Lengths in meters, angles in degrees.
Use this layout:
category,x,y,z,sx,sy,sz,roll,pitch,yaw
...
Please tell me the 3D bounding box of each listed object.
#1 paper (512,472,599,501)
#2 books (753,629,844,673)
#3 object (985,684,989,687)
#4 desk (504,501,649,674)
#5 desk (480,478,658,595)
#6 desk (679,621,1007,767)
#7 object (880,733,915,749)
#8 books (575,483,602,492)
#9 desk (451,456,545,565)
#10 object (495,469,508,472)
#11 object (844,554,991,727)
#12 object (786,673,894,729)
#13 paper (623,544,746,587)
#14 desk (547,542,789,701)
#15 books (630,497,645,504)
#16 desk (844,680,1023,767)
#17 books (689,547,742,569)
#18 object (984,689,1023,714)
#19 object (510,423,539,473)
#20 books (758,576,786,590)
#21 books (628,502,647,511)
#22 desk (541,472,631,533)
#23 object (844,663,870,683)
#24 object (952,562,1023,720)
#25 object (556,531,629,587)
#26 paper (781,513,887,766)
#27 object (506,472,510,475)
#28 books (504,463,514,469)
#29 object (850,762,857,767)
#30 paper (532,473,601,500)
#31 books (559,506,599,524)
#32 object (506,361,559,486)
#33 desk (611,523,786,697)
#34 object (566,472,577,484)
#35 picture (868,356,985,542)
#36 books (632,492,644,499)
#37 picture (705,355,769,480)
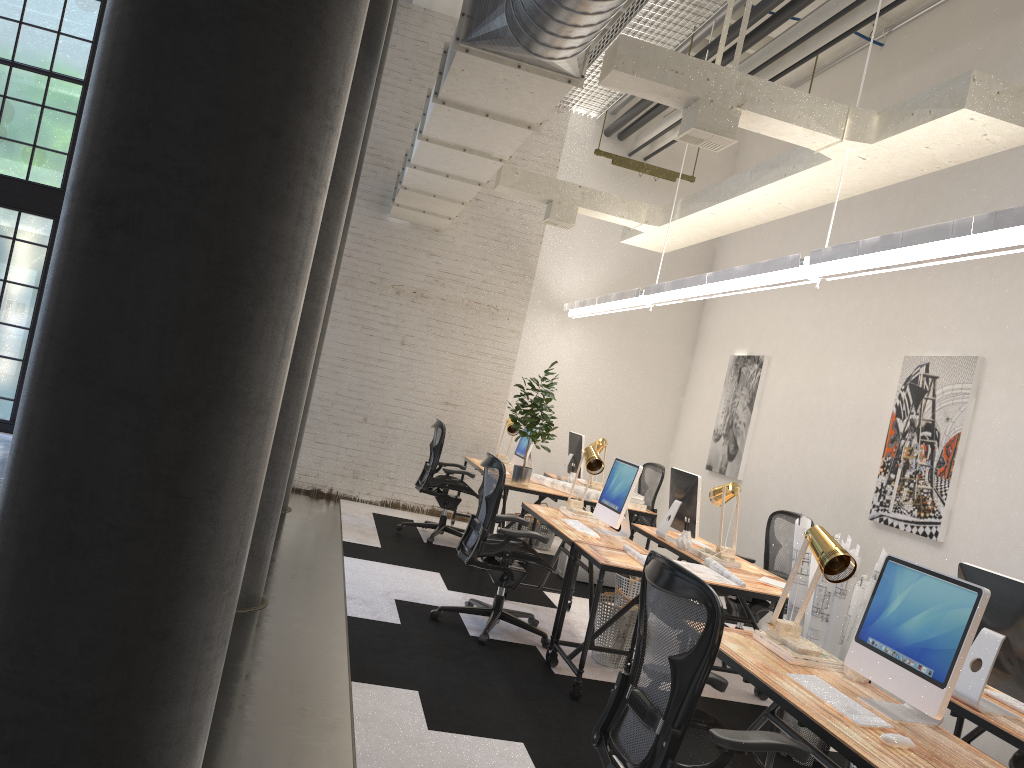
category,x,y,z,sx,sy,sz,roll,pitch,yaw
paper,0.343,0.859,7.678,0.083,0.082,1.132,13,-1,-37
books,1.097,1.023,3.410,0.226,0.038,0.308,13,-1,-12
object,1.876,1.201,3.586,0.106,0.029,0.059,13,0,-11
desk,0.384,1.283,5.805,0.530,0.724,1.400,12,0,-12
desk,0.436,1.292,7.560,1.402,0.724,0.529,13,0,-12
desk,1.004,1.388,2.979,0.530,0.724,1.400,12,0,-12
object,1.105,1.019,2.535,0.106,0.029,0.059,13,0,-11
books,0.713,0.969,8.159,0.226,0.038,0.308,13,-1,-12
desk,-0.169,1.169,8.426,0.530,0.724,1.400,12,0,-12
object,-0.128,0.796,8.305,0.119,0.017,0.438,13,-1,-12
object,1.313,0.837,2.877,0.190,0.485,0.483,12,0,-12
object,1.045,1.016,2.858,0.119,0.017,0.438,13,-1,-12
paper,0.950,1.004,4.942,0.626,0.061,0.567,13,-1,-14
desk,0.989,1.407,4.939,1.402,0.724,0.529,13,0,-12
books,1.042,0.983,7.632,0.193,0.044,0.257,12,-1,6
desk,1.815,1.569,3.146,0.530,0.724,1.400,12,0,-12
books,1.266,1.084,5.538,0.226,0.038,0.308,13,-1,-12
object,1.933,1.217,3.263,0.119,0.017,0.438,13,-1,-12
object,0.140,0.617,8.325,0.190,0.485,0.483,12,0,-12
books,1.540,1.151,5.065,0.243,0.019,0.205,12,-1,26
books,1.013,1.025,7.613,0.200,0.050,0.271,13,-1,-14
desk,0.642,1.349,8.593,0.530,0.724,1.400,12,0,-12
object,1.264,1.014,3.221,0.101,0.127,0.101,12,0,33
object,1.766,0.941,3.242,0.190,0.485,0.483,12,0,-12
object,0.714,1.498,7.776,0.544,0.455,0.221,12,0,-12
paper,1.549,1.283,4.487,0.413,1.198,0.440,12,0,-34
object,-0.068,0.799,7.983,0.106,0.029,0.059,13,0,-11
books,-0.076,0.803,8.857,0.226,0.038,0.308,13,-1,-12
object,1.500,1.654,3.558,0.353,0.435,0.358,12,0,-15
paper,0.503,0.895,7.711,1.132,0.082,0.083,12,-1,43
books,0.477,0.918,6.236,0.226,0.038,0.308,13,-1,-12
object,0.161,0.309,7.430,0.439,1.077,0.513,12,0,-21
desk,1.195,1.464,5.972,0.530,0.724,1.400,12,0,-12
object,0.564,0.895,8.347,0.101,0.127,0.101,12,0,33
picture,2.736,0.397,5.902,0.049,1.183,0.730,12,0,-12
books,1.034,0.949,7.630,0.153,0.030,0.185,13,-1,-14
picture,2.180,0.305,8.627,0.049,1.183,0.730,12,0,-12
